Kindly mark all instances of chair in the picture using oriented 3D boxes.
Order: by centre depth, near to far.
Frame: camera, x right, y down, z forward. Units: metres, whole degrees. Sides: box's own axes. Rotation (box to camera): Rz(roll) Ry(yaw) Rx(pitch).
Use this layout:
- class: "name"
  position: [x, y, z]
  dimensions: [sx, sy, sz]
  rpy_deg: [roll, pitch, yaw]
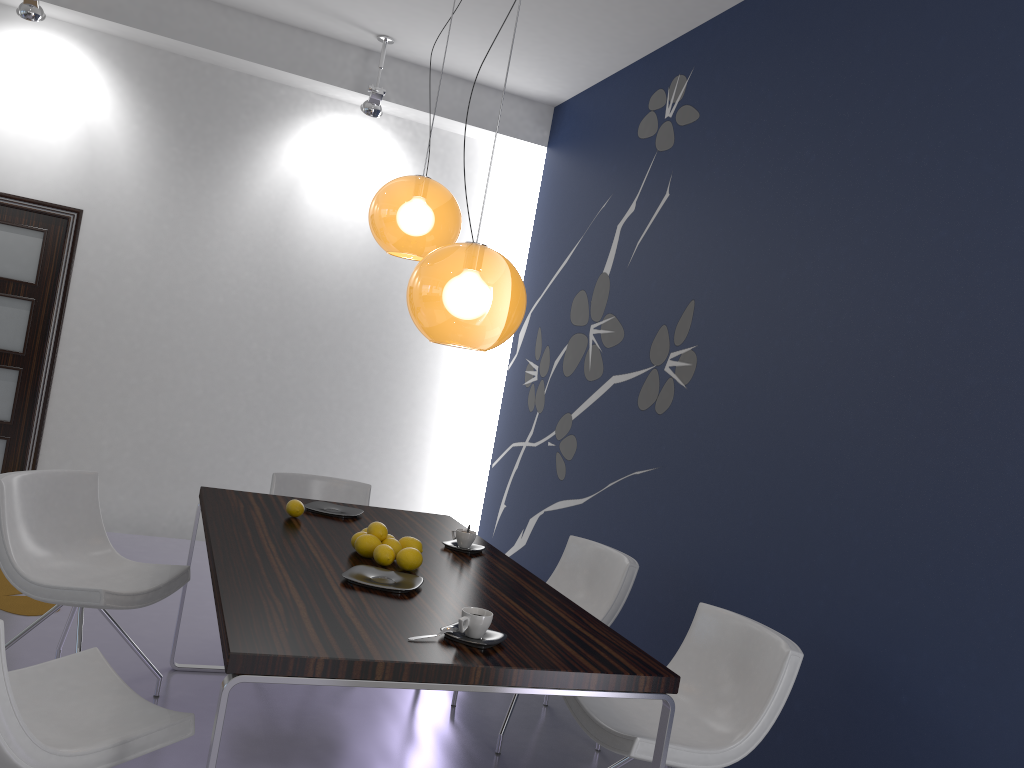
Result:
- class: "chair"
  position: [-1.164, 0.851, 2.079]
  dimensions: [0.508, 0.805, 0.620]
  rpy_deg: [10, 0, 39]
- class: "chair"
  position: [0.513, 1.152, 2.854]
  dimensions: [0.620, 0.805, 0.508]
  rpy_deg: [10, 0, -21]
- class: "chair"
  position: [-1.618, 0.769, 3.295]
  dimensions: [0.620, 0.805, 0.508]
  rpy_deg: [10, 0, 14]
- class: "chair"
  position: [0.142, 1.085, 3.823]
  dimensions: [0.620, 0.805, 0.508]
  rpy_deg: [10, 0, -26]
- class: "chair"
  position: [-0.961, 0.886, 4.339]
  dimensions: [0.508, 0.805, 0.620]
  rpy_deg: [10, 0, -21]

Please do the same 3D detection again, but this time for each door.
- class: "door"
  position: [-3.793, -0.261, 5.497]
  dimensions: [1.764, 2.061, 0.220]
  rpy_deg: [10, 0, -21]

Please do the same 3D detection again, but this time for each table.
- class: "table"
  position: [-0.515, 0.979, 3.029]
  dimensions: [1.127, 0.783, 2.046]
  rpy_deg: [10, 0, -21]

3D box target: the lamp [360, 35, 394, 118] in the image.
- class: "lamp"
  position: [-0.871, -1.986, 5.769]
  dimensions: [0.150, 0.511, 0.185]
  rpy_deg: [10, 0, -21]

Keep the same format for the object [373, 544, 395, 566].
- class: "object"
  position: [-0.420, 0.563, 2.917]
  dimensions: [0.070, 0.068, 0.083]
  rpy_deg: [10, 0, -17]

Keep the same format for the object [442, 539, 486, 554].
- class: "object"
  position: [-0.187, 0.632, 3.435]
  dimensions: [0.154, 0.020, 0.154]
  rpy_deg: [10, 0, 24]

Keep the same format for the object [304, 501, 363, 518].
- class: "object"
  position: [-0.751, 0.530, 3.723]
  dimensions: [0.232, 0.020, 0.232]
  rpy_deg: [10, 0, 7]

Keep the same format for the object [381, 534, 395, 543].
- class: "object"
  position: [-0.442, 0.559, 3.102]
  dimensions: [0.070, 0.068, 0.083]
  rpy_deg: [10, 0, 38]

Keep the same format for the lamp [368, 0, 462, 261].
- class: "lamp"
  position: [-0.251, -1.297, 3.407]
  dimensions: [0.359, 1.645, 0.358]
  rpy_deg: [10, 0, -10]

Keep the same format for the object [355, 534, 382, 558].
- class: "object"
  position: [-0.484, 0.546, 2.987]
  dimensions: [0.094, 0.080, 0.076]
  rpy_deg: [10, 0, -20]

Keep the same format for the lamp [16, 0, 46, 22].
- class: "lamp"
  position: [-2.706, -2.315, 5.044]
  dimensions: [0.150, 0.511, 0.185]
  rpy_deg: [10, 0, -21]

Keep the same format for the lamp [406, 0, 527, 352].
- class: "lamp"
  position: [0.014, -1.082, 2.644]
  dimensions: [0.358, 1.974, 0.359]
  rpy_deg: [10, 0, -16]

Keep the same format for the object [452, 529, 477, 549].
- class: "object"
  position: [-0.191, 0.599, 3.435]
  dimensions: [0.101, 0.064, 0.081]
  rpy_deg: [10, 0, 4]

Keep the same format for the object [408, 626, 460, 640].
- class: "object"
  position: [-0.193, 0.624, 2.222]
  dimensions: [0.155, 0.028, 0.032]
  rpy_deg: [10, 0, -40]

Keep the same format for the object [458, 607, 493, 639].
- class: "object"
  position: [-0.094, 0.617, 2.271]
  dimensions: [0.081, 0.064, 0.101]
  rpy_deg: [10, 0, 5]

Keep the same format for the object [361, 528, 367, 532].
- class: "object"
  position: [-0.508, 0.547, 3.159]
  dimensions: [0.070, 0.068, 0.083]
  rpy_deg: [10, 0, -17]

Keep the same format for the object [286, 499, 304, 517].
- class: "object"
  position: [-0.847, 0.487, 3.463]
  dimensions: [0.070, 0.068, 0.083]
  rpy_deg: [10, 0, -17]

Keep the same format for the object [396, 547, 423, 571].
- class: "object"
  position: [-0.336, 0.574, 2.906]
  dimensions: [0.079, 0.077, 0.094]
  rpy_deg: [10, 0, 43]

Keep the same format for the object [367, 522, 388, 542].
- class: "object"
  position: [-0.463, 0.509, 3.050]
  dimensions: [0.070, 0.068, 0.083]
  rpy_deg: [10, 0, -17]

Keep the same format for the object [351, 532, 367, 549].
- class: "object"
  position: [-0.520, 0.545, 3.071]
  dimensions: [0.070, 0.068, 0.083]
  rpy_deg: [10, 0, 38]

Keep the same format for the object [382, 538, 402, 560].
- class: "object"
  position: [-0.411, 0.563, 3.026]
  dimensions: [0.069, 0.071, 0.081]
  rpy_deg: [10, 0, -44]

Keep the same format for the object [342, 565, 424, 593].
- class: "object"
  position: [-0.392, 0.595, 2.696]
  dimensions: [0.232, 0.020, 0.232]
  rpy_deg: [10, 0, 7]

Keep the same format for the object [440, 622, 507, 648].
- class: "object"
  position: [-0.099, 0.648, 2.281]
  dimensions: [0.154, 0.020, 0.154]
  rpy_deg: [10, 0, 25]

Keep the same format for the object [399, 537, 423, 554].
- class: "object"
  position: [-0.355, 0.571, 3.085]
  dimensions: [0.094, 0.077, 0.079]
  rpy_deg: [10, 0, 23]
